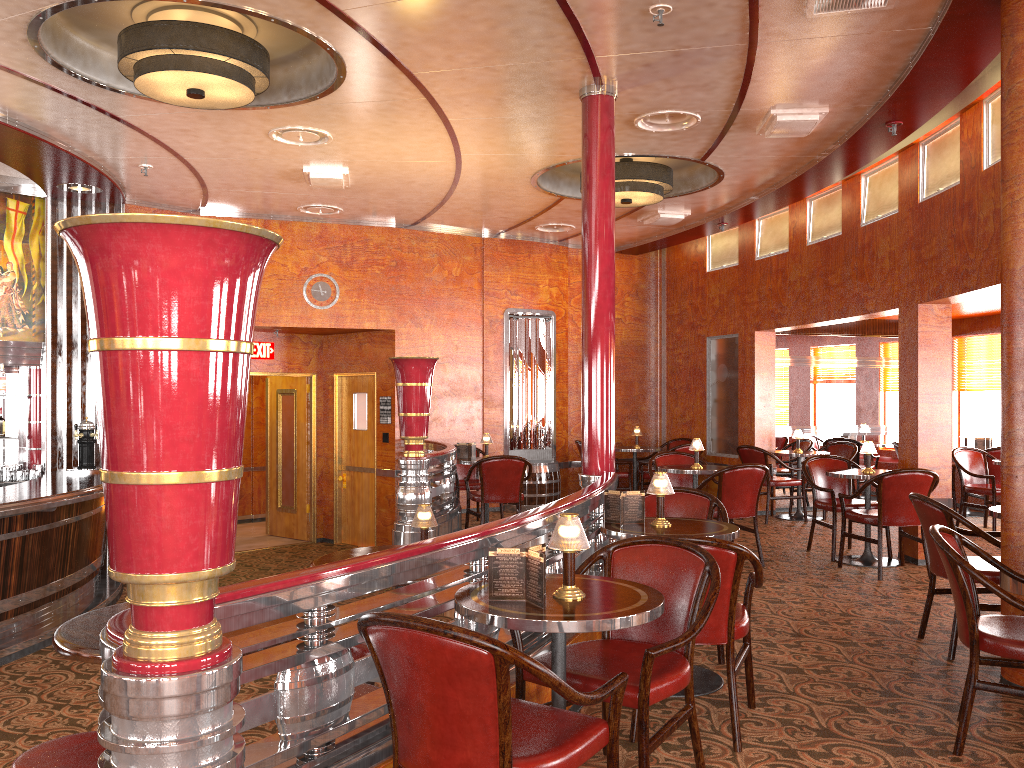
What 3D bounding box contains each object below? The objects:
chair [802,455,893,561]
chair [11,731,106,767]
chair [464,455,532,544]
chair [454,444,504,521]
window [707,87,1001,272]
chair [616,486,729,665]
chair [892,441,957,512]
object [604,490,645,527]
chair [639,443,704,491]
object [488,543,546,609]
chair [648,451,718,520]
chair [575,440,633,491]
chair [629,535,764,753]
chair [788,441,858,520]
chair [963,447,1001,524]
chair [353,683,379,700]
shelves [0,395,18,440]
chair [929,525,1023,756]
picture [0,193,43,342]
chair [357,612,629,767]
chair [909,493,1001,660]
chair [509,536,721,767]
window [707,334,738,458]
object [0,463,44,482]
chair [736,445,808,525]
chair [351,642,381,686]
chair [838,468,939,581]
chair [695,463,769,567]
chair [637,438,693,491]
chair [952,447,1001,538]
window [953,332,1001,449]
[{"bbox_3d":[2.786,1.024,7.483,0.588,0.817,0.615,0,0,-11],"label":"chair"},{"bbox_3d":[-1.175,1.384,2.431,0.350,0.755,0.350,0,0,3],"label":"chair"},{"bbox_3d":[-0.122,1.031,8.010,0.588,0.817,0.615,0,0,-11],"label":"chair"},{"bbox_3d":[-0.449,1.048,9.194,0.588,0.817,0.615,0,0,-26],"label":"chair"},{"bbox_3d":[2.178,-1.685,4.850,1.956,0.480,11.948,0,-1,11],"label":"window"},{"bbox_3d":[0.862,0.986,4.748,0.588,0.817,0.615,0,0,14],"label":"chair"},{"bbox_3d":[4.635,1.059,10.040,0.615,0.817,0.588,0,0,11],"label":"chair"},{"bbox_3d":[0.523,0.588,4.193,0.195,0.156,0.169,0,0,14],"label":"object"},{"bbox_3d":[1.828,1.059,10.000,0.588,0.817,0.615,0,0,-31],"label":"chair"},{"bbox_3d":[0.014,0.567,2.641,0.169,0.156,0.195,0,0,4],"label":"object"},{"bbox_3d":[1.537,1.031,7.984,0.588,0.817,0.615,0,0,-6],"label":"chair"},{"bbox_3d":[1.050,1.065,10.418,0.615,0.817,0.588,0,0,-11],"label":"chair"},{"bbox_3d":[0.704,0.969,3.561,0.588,0.817,0.615,0,0,14],"label":"chair"},{"bbox_3d":[3.512,1.057,9.907,0.615,0.817,0.588,0,0,-26],"label":"chair"},{"bbox_3d":[5.140,1.050,9.361,0.588,0.817,0.615,0,0,11],"label":"chair"},{"bbox_3d":[-0.569,1.390,2.871,0.350,0.755,0.350,0,0,-5],"label":"chair"},{"bbox_3d":[-5.409,0.193,7.063,0.339,0.568,2.594,0,-1,44],"label":"shelves"},{"bbox_3d":[1.921,0.967,3.363,0.615,0.817,0.588,0,0,29],"label":"chair"},{"bbox_3d":[-6.471,-1.074,5.903,0.001,1.322,6.254,0,-1,44],"label":"picture"},{"bbox_3d":[-0.072,0.952,2.313,0.588,0.817,0.615,0,0,34],"label":"chair"},{"bbox_3d":[2.430,0.985,4.660,0.615,0.817,0.588,0,0,4],"label":"chair"},{"bbox_3d":[0.381,0.962,3.013,0.588,0.817,0.615,0,0,39],"label":"chair"},{"bbox_3d":[2.618,0.143,10.549,0.257,1.440,0.806,0,0,-21],"label":"window"},{"bbox_3d":[-4.835,0.787,7.633,1.425,0.134,0.403,1,-1,-40],"label":"object"},{"bbox_3d":[2.731,1.051,9.459,0.615,0.817,0.588,0,0,-26],"label":"chair"},{"bbox_3d":[-0.487,1.400,3.587,0.350,0.755,0.350,0,0,-5],"label":"chair"},{"bbox_3d":[2.830,1.012,6.618,0.588,0.817,0.615,0,0,-6],"label":"chair"},{"bbox_3d":[1.705,1.018,7.040,0.588,0.817,0.615,0,0,-21],"label":"chair"},{"bbox_3d":[1.894,1.069,10.747,0.615,0.817,0.588,0,0,-36],"label":"chair"},{"bbox_3d":[4.672,1.041,8.707,0.588,0.817,0.615,0,0,-21],"label":"chair"},{"bbox_3d":[5.508,0.138,10.325,0.151,1.436,0.838,0,0,-16],"label":"window"}]
